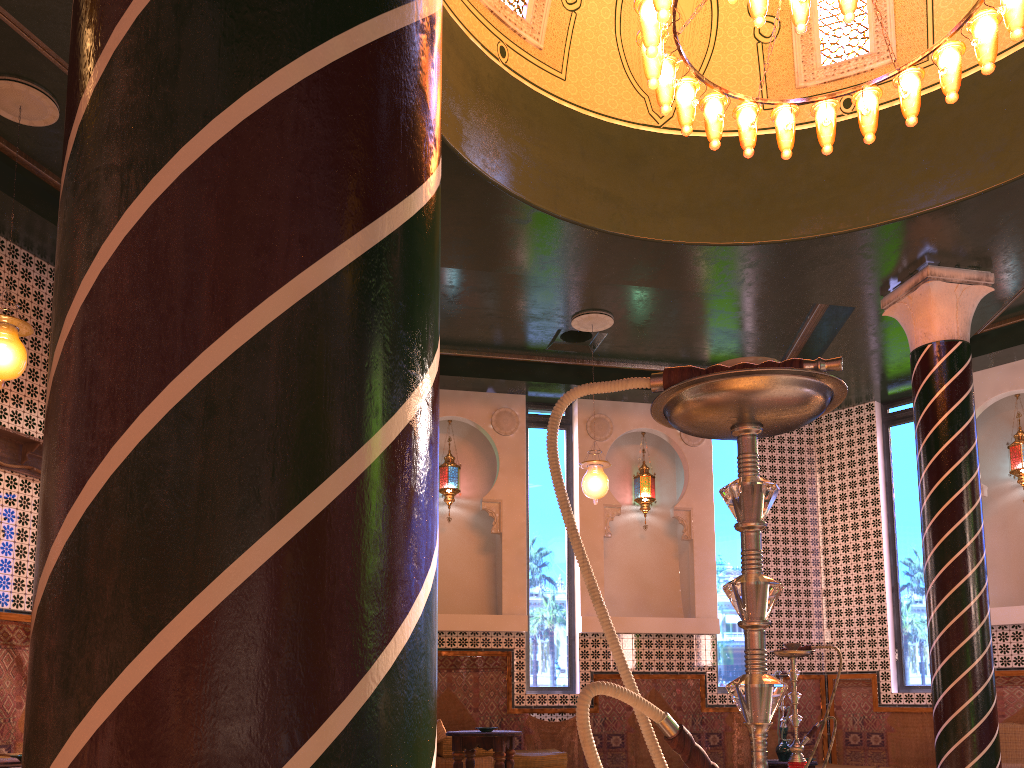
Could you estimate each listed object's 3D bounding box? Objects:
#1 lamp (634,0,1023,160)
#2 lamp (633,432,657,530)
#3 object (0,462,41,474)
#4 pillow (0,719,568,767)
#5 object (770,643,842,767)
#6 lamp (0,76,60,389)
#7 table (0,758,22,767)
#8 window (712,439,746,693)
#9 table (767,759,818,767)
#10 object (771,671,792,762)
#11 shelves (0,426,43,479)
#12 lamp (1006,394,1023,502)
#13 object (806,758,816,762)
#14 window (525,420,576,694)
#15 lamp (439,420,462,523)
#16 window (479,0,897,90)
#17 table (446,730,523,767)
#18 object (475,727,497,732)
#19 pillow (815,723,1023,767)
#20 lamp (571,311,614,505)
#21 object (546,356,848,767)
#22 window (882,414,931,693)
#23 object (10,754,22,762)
[{"bbox_3d":[2.024,-4.344,5.760,2.470,4.460,2.571,1,-11,-4],"label":"lamp"},{"bbox_3d":[1.999,1.448,13.032,0.362,1.516,0.333,-3,-9,22],"label":"lamp"},{"bbox_3d":[-4.505,1.375,8.480,0.060,1.005,2.075,-3,-17,17],"label":"object"},{"bbox_3d":[-1.291,3.331,6.618,10.049,1.223,10.436,4,-20,-11],"label":"pillow"},{"bbox_3d":[1.987,2.363,5.782,0.463,1.214,0.310,-1,-8,5],"label":"object"},{"bbox_3d":[-3.775,-1.077,6.505,0.522,2.246,0.534,3,-9,-23],"label":"lamp"},{"bbox_3d":[-2.999,2.569,5.187,0.848,0.568,0.872,-8,-18,26],"label":"table"},{"bbox_3d":[3.319,2.682,13.092,0.775,3.875,0.094,1,-8,-12],"label":"window"},{"bbox_3d":[3.790,5.510,11.915,0.838,0.568,0.882,0,-16,-2],"label":"table"},{"bbox_3d":[3.757,4.610,11.996,0.302,1.214,0.477,-4,-10,24],"label":"object"},{"bbox_3d":[-4.810,0.395,7.420,0.256,0.328,4.697,-4,-20,17],"label":"shelves"},{"bbox_3d":[6.738,0.848,11.417,0.365,1.515,0.331,6,-10,-38],"label":"lamp"},{"bbox_3d":[4.043,5.162,11.843,0.250,0.044,0.264,-1,-20,3],"label":"object"},{"bbox_3d":[0.520,2.484,12.519,0.775,3.875,0.094,1,-8,-12],"label":"window"},{"bbox_3d":[-0.899,1.236,12.418,0.326,1.515,0.371,-3,-9,21],"label":"lamp"},{"bbox_3d":[2.089,-4.347,5.912,5.795,1.123,5.743,-9,-21,23],"label":"window"},{"bbox_3d":[-0.303,4.086,9.397,0.838,0.568,0.882,0,-16,0],"label":"table"},{"bbox_3d":[-0.279,3.780,9.439,0.250,0.044,0.264,-1,-20,3],"label":"object"},{"bbox_3d":[6.072,4.663,10.288,1.435,1.153,5.920,12,-23,-39],"label":"pillow"},{"bbox_3d":[0.990,0.329,10.432,0.522,2.246,0.534,3,-9,-23],"label":"lamp"},{"bbox_3d":[0.289,0.579,1.286,0.463,1.215,0.308,0,-8,-4],"label":"object"},{"bbox_3d":[5.769,2.382,12.287,0.092,3.875,0.789,6,-10,-40],"label":"window"},{"bbox_3d":[-2.871,2.247,5.179,0.253,0.044,0.261,9,-22,-25],"label":"object"}]
